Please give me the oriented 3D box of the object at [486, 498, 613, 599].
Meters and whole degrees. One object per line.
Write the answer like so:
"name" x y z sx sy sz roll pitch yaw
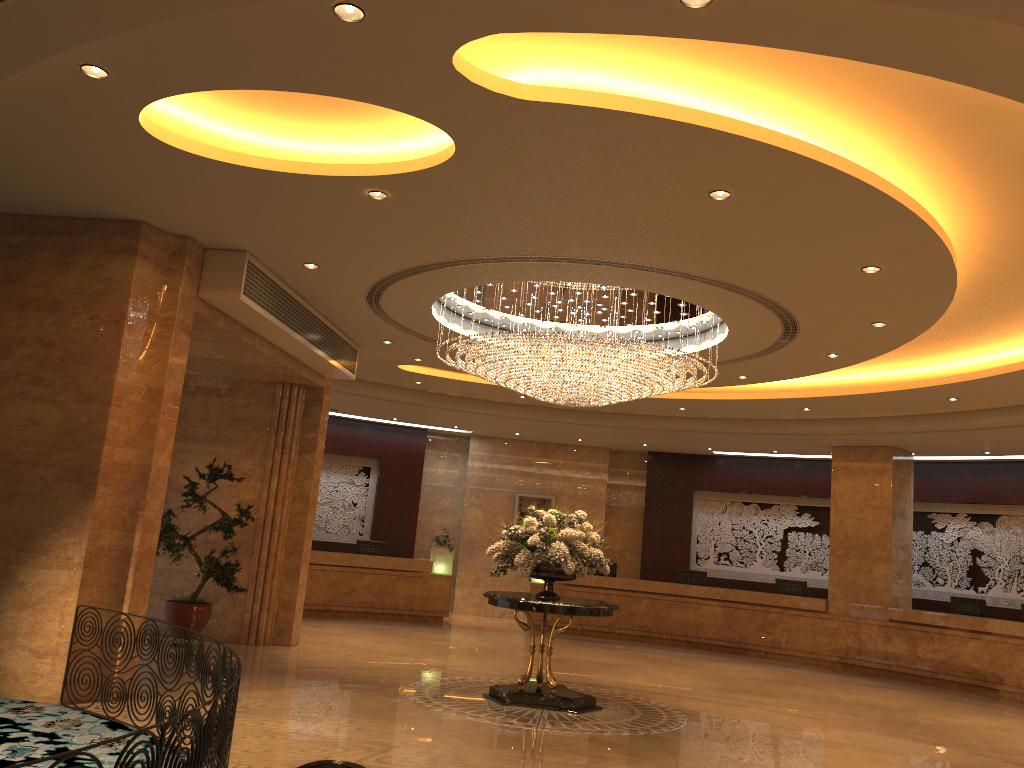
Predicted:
"object" 0.458 1.861 9.844 1.277 0.999 1.318 -2 -13 36

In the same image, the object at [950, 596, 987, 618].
"object" 7.721 3.868 14.993 0.430 0.500 0.531 5 -10 3

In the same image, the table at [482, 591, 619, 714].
"table" 0.378 2.879 9.628 1.493 1.089 1.493 5 -10 0

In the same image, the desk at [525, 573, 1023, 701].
"desk" 5.765 4.360 15.229 12.951 1.155 3.466 -3 -13 40

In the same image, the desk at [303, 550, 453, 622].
"desk" -3.560 3.794 16.950 5.227 1.155 1.570 11 -12 -29

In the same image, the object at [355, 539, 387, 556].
"object" -2.960 3.335 17.523 0.918 0.500 0.397 7 -10 -11

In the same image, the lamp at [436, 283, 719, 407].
"lamp" 0.737 -0.340 10.203 3.206 1.196 3.204 -4 -14 42

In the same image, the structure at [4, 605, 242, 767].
"structure" -3.447 1.596 3.142 3.815 0.995 7.624 1 -11 24

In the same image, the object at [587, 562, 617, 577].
"object" 1.849 3.901 18.246 0.531 0.500 0.430 -4 -14 43

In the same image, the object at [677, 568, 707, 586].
"object" 3.613 3.994 17.841 0.430 0.500 0.531 12 -12 -33

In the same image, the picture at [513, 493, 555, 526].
"picture" 0.489 2.943 19.969 0.875 0.890 0.068 6 -10 -2

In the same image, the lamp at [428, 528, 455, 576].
"lamp" -1.408 3.328 17.704 0.570 0.923 0.580 5 -10 3

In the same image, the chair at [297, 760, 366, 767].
"chair" -0.592 1.575 2.362 0.951 0.916 0.769 5 -10 1

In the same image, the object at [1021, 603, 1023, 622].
"object" 8.382 3.761 14.051 0.430 0.500 0.531 4 -10 9

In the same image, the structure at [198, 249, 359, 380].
"structure" -2.597 -0.685 10.564 0.425 0.483 4.113 4 -10 6

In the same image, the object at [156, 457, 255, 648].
"object" -3.928 2.100 11.140 1.250 2.363 0.843 8 -10 -13

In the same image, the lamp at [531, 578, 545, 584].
"lamp" 0.608 3.567 17.974 0.577 0.925 0.542 4 -10 8

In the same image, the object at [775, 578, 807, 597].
"object" 5.361 4.015 17.047 0.430 0.500 0.531 9 -11 -21
